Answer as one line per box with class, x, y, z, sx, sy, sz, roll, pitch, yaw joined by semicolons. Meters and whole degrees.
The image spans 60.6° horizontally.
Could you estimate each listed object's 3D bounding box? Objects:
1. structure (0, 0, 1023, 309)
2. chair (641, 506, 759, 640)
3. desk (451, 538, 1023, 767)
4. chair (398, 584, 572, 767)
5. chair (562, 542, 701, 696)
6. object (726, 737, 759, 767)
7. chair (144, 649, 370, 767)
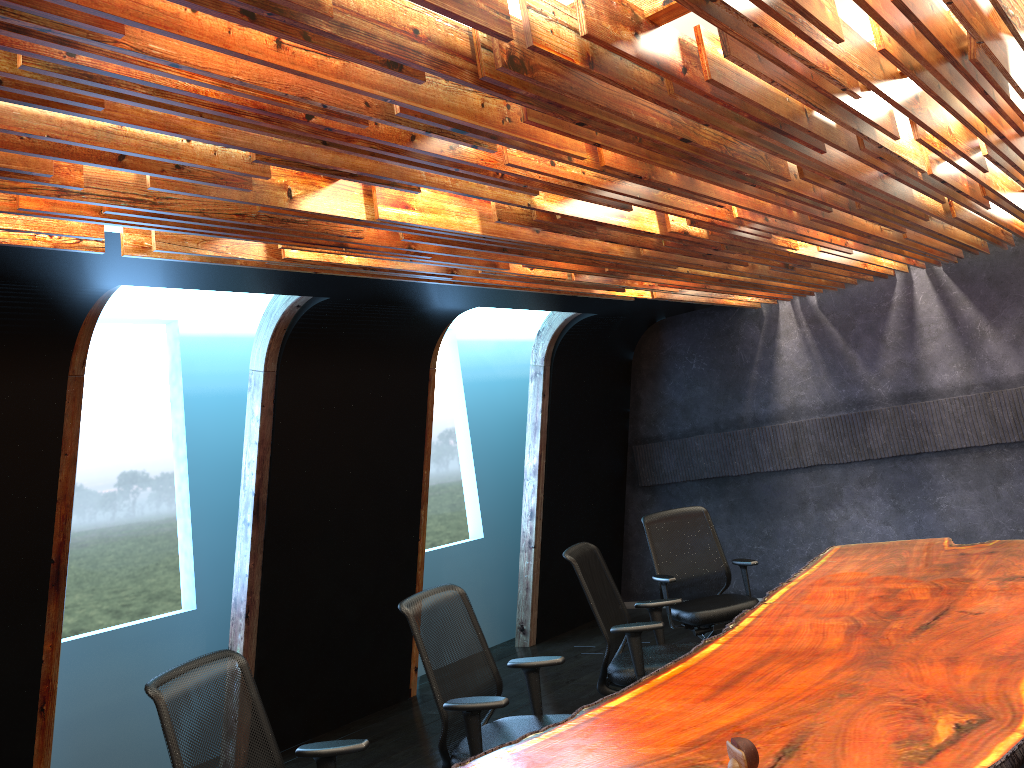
structure;0.780;0.282;3.068;4.437;3.055;11.477;-15;-8;38
chair;1.435;1.542;6.365;0.821;1.265;0.771;-5;-11;-17
desk;1.134;1.520;3.275;1.996;0.834;6.662;-14;-7;39
chair;0.008;1.549;3.992;0.787;1.265;0.805;-13;-12;22
chair;0.819;1.519;5.047;0.789;1.265;0.803;-12;-11;18
object;0.527;0.958;2.038;0.129;0.250;0.299;-7;-8;-9
chair;-0.756;1.583;3.056;0.791;1.265;0.800;-11;-11;13
